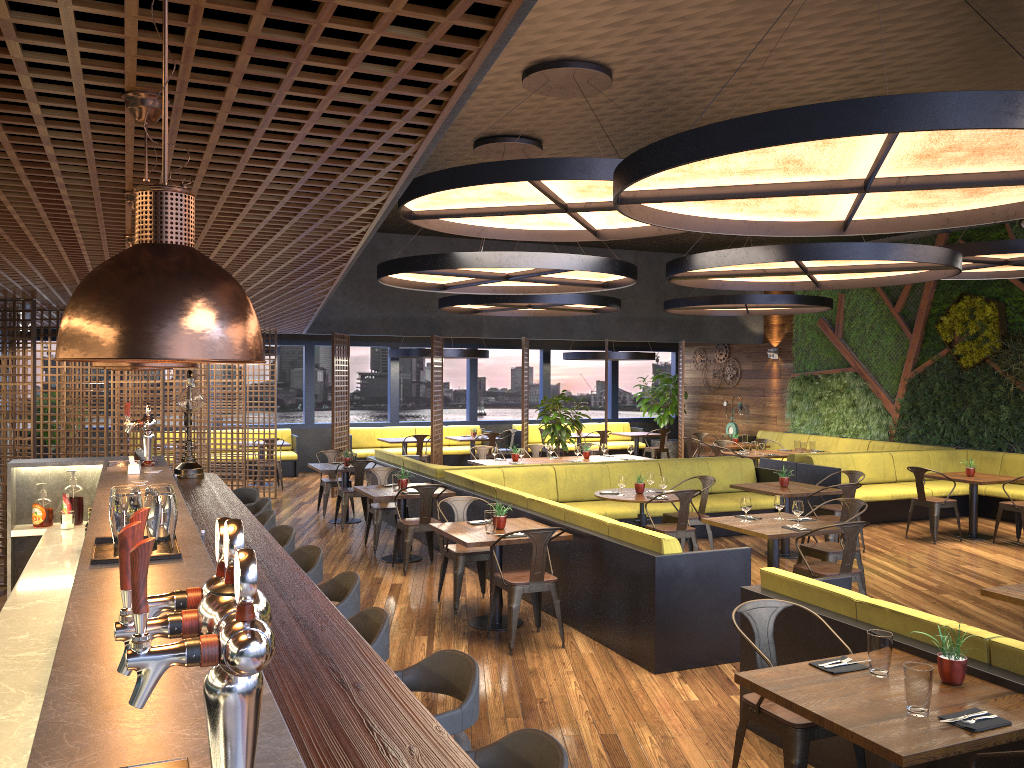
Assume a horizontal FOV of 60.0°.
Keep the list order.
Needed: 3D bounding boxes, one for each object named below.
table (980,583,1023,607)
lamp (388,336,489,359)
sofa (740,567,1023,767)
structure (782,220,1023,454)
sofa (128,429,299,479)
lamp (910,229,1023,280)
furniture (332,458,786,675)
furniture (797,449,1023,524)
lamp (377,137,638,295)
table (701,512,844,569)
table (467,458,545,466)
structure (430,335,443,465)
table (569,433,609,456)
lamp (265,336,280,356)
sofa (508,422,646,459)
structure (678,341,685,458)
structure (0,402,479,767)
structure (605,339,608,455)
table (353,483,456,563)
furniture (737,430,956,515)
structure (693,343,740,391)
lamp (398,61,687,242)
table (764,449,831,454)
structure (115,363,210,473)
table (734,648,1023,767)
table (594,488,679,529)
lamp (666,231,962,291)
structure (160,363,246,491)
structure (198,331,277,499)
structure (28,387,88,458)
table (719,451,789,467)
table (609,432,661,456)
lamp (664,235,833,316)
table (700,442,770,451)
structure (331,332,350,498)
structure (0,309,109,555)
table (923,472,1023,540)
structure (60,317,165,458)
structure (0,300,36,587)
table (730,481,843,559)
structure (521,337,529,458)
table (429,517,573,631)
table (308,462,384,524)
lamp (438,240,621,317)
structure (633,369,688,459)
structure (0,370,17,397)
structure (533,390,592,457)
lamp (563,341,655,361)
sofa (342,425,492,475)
[{"bbox_3d":[3.365,1.602,5.028,0.887,0.763,0.906,0,1,-24],"label":"table"},{"bbox_3d":[-1.441,-1.605,17.533,1.979,2.172,1.979,1,1,21],"label":"lamp"},{"bbox_3d":[2.373,1.532,3.920,0.966,0.914,3.061,0,1,-24],"label":"sofa"},{"bbox_3d":[7.418,-0.384,13.923,0.918,4.593,9.182,0,1,-24],"label":"structure"},{"bbox_3d":[-5.698,1.359,16.990,3.061,0.914,0.966,0,1,-24],"label":"sofa"},{"bbox_3d":[5.963,-1.980,10.682,2.778,1.159,2.778,0,1,-34],"label":"lamp"},{"bbox_3d":[1.372,1.462,10.367,4.895,0.914,7.462,0,1,-28],"label":"furniture"},{"bbox_3d":[6.461,1.480,11.117,3.372,0.914,4.503,0,1,-24],"label":"furniture"},{"bbox_3d":[-0.047,-1.822,9.559,2.778,1.475,2.778,0,1,-20],"label":"lamp"},{"bbox_3d":[2.260,1.570,7.605,0.906,0.763,0.887,0,1,-24],"label":"table"},{"bbox_3d":[-0.068,1.506,12.802,0.906,0.763,0.887,0,1,-24],"label":"table"},{"bbox_3d":[-1.317,0.503,15.579,0.050,2.700,0.852,0,1,6],"label":"structure"},{"bbox_3d":[1.429,1.454,18.663,0.906,0.763,0.887,0,1,-24],"label":"table"},{"bbox_3d":[-5.178,-1.608,15.906,1.979,2.172,1.979,0,1,-17],"label":"lamp"},{"bbox_3d":[1.513,1.364,20.128,3.061,0.914,0.966,0,1,-24],"label":"sofa"},{"bbox_3d":[3.360,0.506,17.613,0.050,2.700,0.852,0,1,6],"label":"structure"},{"bbox_3d":[-2.147,0.622,3.446,2.700,2.700,9.298,0,1,-24],"label":"structure"},{"bbox_3d":[1.801,0.505,16.935,0.050,2.700,0.852,0,1,6],"label":"structure"},{"bbox_3d":[-1.189,1.531,9.699,0.887,0.763,0.906,0,1,-24],"label":"table"},{"bbox_3d":[4.614,1.427,15.368,3.378,0.916,4.755,0,1,-24],"label":"furniture"},{"bbox_3d":[4.660,-0.417,20.380,0.058,1.178,1.791,0,1,-23],"label":"structure"},{"bbox_3d":[0.454,-1.974,7.374,2.778,1.159,2.778,1,1,27],"label":"lamp"},{"bbox_3d":[4.808,1.510,14.759,0.887,0.763,0.906,0,1,-24],"label":"table"},{"bbox_3d":[-4.728,0.522,11.986,1.319,2.700,0.050,0,1,6],"label":"structure"},{"bbox_3d":[1.529,1.608,3.527,0.906,0.763,0.887,0,1,-24],"label":"table"},{"bbox_3d":[1.378,1.547,9.409,1.007,0.760,1.007,0,1,14],"label":"table"},{"bbox_3d":[2.954,-1.800,8.876,2.778,1.475,2.778,1,1,26],"label":"lamp"},{"bbox_3d":[-4.592,0.511,13.182,1.319,2.700,0.050,0,1,6],"label":"structure"},{"bbox_3d":[-4.456,0.499,14.378,1.319,2.700,0.050,0,1,6],"label":"structure"},{"bbox_3d":[-8.168,0.936,15.825,0.993,1.763,1.166,1,1,37],"label":"structure"},{"bbox_3d":[3.953,1.510,14.387,0.887,0.763,0.906,0,1,-24],"label":"table"},{"bbox_3d":[2.713,1.455,19.218,0.887,0.763,0.906,0,1,-24],"label":"table"},{"bbox_3d":[3.992,-1.934,15.091,2.778,1.362,2.778,1,1,31],"label":"lamp"},{"bbox_3d":[4.086,1.491,16.286,0.887,0.763,0.906,0,1,-24],"label":"table"},{"bbox_3d":[-2.876,0.502,14.901,0.050,2.700,0.852,0,1,6],"label":"structure"},{"bbox_3d":[-5.000,0.545,9.595,1.319,2.700,0.050,0,1,6],"label":"structure"},{"bbox_3d":[5.858,1.551,11.238,0.887,0.763,0.906,0,1,-24],"label":"table"},{"bbox_3d":[-4.864,0.534,10.790,1.319,2.700,0.050,0,1,6],"label":"structure"},{"bbox_3d":[-5.136,0.556,8.399,1.319,2.700,0.050,0,1,6],"label":"structure"},{"bbox_3d":[3.107,1.549,10.041,0.887,0.763,0.906,0,1,-24],"label":"table"},{"bbox_3d":[0.242,0.504,16.257,0.050,2.700,0.852,0,1,6],"label":"structure"},{"bbox_3d":[-0.112,1.562,7.223,0.887,0.763,0.906,0,1,-24],"label":"table"},{"bbox_3d":[-2.271,1.501,12.173,0.887,0.763,0.906,0,1,-24],"label":"table"},{"bbox_3d":[0.270,-1.861,13.559,2.778,1.475,2.778,0,1,-23],"label":"lamp"},{"bbox_3d":[3.589,0.732,20.848,1.493,2.184,1.272,0,1,-23],"label":"structure"},{"bbox_3d":[-8.230,0.061,14.422,0.293,0.563,1.220,0,1,-24],"label":"structure"},{"bbox_3d":[0.825,0.981,15.807,0.993,1.763,1.166,1,1,37],"label":"structure"},{"bbox_3d":[2.088,-1.605,19.068,1.979,2.172,1.979,0,1,-39],"label":"lamp"},{"bbox_3d":[-1.962,1.362,18.616,3.061,0.914,0.966,0,1,-24],"label":"sofa"}]
